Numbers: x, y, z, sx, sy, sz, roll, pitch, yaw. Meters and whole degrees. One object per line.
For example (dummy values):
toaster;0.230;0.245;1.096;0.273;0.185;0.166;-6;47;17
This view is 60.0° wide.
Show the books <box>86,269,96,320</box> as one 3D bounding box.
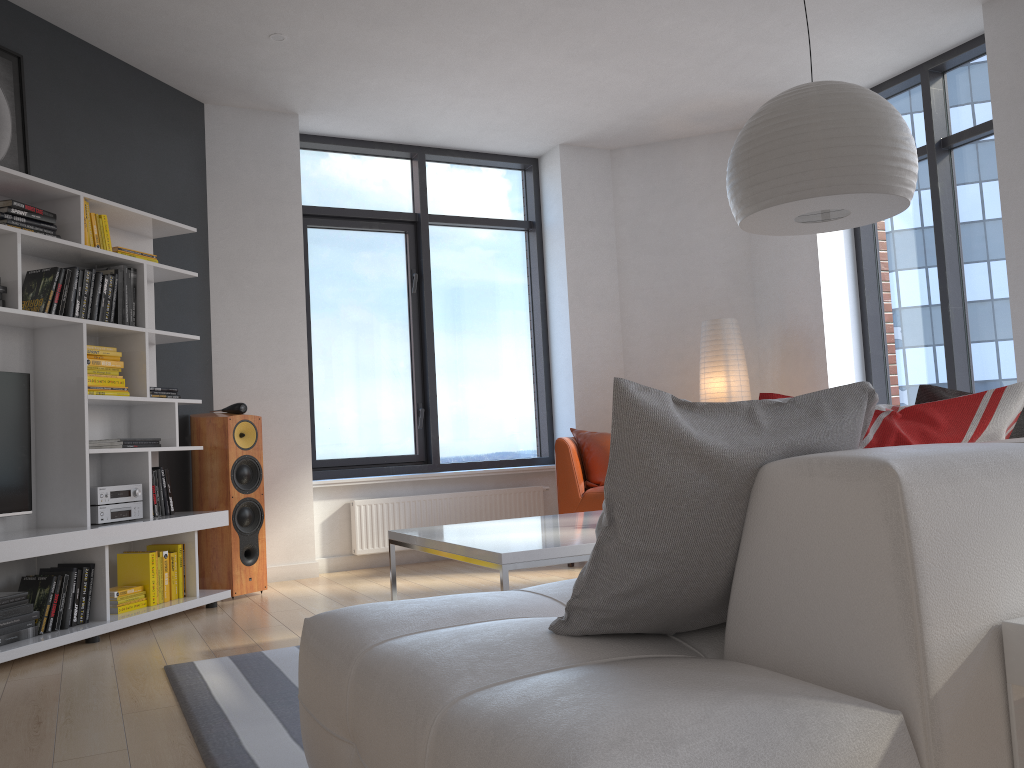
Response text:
books;-2.085;-0.414;4.233;0.197;0.260;0.066;-4;-4;19

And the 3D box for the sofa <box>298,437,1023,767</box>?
sofa;1.017;0.537;2.782;3.424;0.732;2.614;-1;-4;-26

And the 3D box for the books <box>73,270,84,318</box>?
books;-2.103;-0.408;4.164;0.179;0.243;0.068;-4;-4;18

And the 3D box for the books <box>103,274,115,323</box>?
books;-2.046;-0.404;4.335;0.191;0.249;0.084;-4;-4;19

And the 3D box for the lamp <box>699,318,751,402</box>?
lamp;1.661;0.312;5.965;0.804;1.550;0.502;-5;-4;24

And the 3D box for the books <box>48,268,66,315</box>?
books;-2.147;-0.409;4.056;0.187;0.234;0.096;-4;-4;19

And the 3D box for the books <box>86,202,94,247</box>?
books;-2.086;-0.748;4.246;0.164;0.224;0.054;-4;-4;18

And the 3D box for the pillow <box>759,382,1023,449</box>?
pillow;1.442;0.223;2.104;2.250;0.449;0.575;-1;-4;-29

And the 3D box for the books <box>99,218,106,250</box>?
books;-2.024;-0.715;4.297;0.108;0.161;0.046;-4;-4;18

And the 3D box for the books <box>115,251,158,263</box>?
books;-1.988;-0.633;4.553;0.194;0.028;0.257;-5;-4;24

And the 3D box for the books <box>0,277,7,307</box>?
books;-2.318;-0.381;3.641;0.277;0.137;0.343;-4;-4;14

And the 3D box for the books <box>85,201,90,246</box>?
books;-2.088;-0.750;4.215;0.163;0.224;0.041;-4;-4;17

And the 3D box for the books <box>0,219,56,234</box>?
books;-2.219;-0.688;3.963;0.189;0.020;0.264;-4;-4;17

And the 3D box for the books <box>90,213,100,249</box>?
books;-2.054;-0.725;4.267;0.132;0.180;0.054;-4;-4;19

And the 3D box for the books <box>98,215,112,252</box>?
books;-2.030;-0.725;4.325;0.141;0.184;0.064;-5;-4;20

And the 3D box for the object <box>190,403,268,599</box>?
object;-1.654;0.661;5.074;0.434;1.088;0.290;-6;-5;34

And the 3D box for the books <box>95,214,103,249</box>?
books;-2.041;-0.724;4.284;0.128;0.178;0.044;-4;-4;19

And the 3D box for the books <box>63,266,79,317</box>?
books;-2.118;-0.416;4.141;0.192;0.254;0.075;-4;-4;18

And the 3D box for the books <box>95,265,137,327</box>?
books;-2.032;-0.426;4.470;0.259;0.321;0.128;-4;-4;19

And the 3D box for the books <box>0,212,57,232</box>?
books;-2.238;-0.712;3.975;0.214;0.030;0.284;-5;-4;22

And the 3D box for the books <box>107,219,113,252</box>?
books;-2.031;-0.724;4.349;0.142;0.184;0.044;-5;-4;20

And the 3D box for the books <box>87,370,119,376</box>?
books;-2.051;-0.050;4.309;0.145;0.023;0.217;-5;-4;23

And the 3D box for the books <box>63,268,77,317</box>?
books;-2.100;-0.411;4.110;0.172;0.242;0.069;-5;-4;20

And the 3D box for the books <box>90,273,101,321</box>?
books;-2.051;-0.405;4.244;0.172;0.242;0.069;-5;-4;20

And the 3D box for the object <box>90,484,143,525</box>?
object;-1.981;0.581;4.271;0.270;0.174;0.285;-4;-4;19

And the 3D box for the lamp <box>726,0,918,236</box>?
lamp;2.321;-0.497;2.755;3.199;2.647;0.710;-4;-4;10

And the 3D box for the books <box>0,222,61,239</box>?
books;-2.213;-0.663;3.962;0.214;0.030;0.284;-5;-4;22

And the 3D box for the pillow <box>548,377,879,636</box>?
pillow;1.209;0.223;2.362;2.953;0.453;0.647;0;-5;-38

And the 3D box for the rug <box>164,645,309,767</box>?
rug;0.089;0.971;3.118;2.326;0.016;1.662;-1;-4;-26

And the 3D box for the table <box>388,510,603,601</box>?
table;0.234;0.756;3.344;1.091;0.435;1.091;-1;-4;-26

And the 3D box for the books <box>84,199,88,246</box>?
books;-2.078;-0.754;4.188;0.161;0.229;0.041;-4;-4;18

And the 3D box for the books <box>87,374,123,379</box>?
books;-2.065;-0.031;4.323;0.189;0.014;0.251;-5;-4;22

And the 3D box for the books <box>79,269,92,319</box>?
books;-2.095;-0.411;4.201;0.191;0.249;0.084;-4;-4;19

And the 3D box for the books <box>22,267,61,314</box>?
books;-2.153;-0.412;4.023;0.182;0.234;0.104;-4;-4;19

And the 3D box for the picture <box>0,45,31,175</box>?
picture;-2.516;-1.256;3.621;0.076;0.707;1.279;-4;-4;19

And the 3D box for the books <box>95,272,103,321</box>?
books;-2.068;-0.409;4.275;0.192;0.254;0.075;-4;-4;18

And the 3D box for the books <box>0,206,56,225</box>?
books;-2.213;-0.742;3.971;0.180;0.026;0.246;-5;-4;21

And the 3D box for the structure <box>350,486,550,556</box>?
structure;-0.386;0.982;6.148;1.474;0.460;0.110;-1;-4;-26

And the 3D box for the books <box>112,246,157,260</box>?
books;-1.998;-0.658;4.554;0.203;0.024;0.257;-5;-4;22

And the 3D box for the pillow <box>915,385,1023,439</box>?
pillow;1.730;0.191;2.256;2.120;0.436;0.608;-1;-5;-30

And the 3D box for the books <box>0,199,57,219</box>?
books;-2.226;-0.768;3.973;0.209;0.030;0.266;-4;-4;12

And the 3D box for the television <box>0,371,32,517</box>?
television;-2.349;0.278;3.457;0.207;0.704;1.102;-4;-4;19

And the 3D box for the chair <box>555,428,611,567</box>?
chair;0.756;0.694;5.802;0.896;0.858;0.843;-4;-4;6

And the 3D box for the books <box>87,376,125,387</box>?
books;-2.050;-0.003;4.319;0.189;0.042;0.243;-4;-4;19

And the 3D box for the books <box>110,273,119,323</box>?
books;-2.036;-0.407;4.367;0.197;0.260;0.066;-4;-4;19

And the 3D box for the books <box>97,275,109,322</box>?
books;-2.047;-0.404;4.295;0.179;0.243;0.071;-4;-4;18

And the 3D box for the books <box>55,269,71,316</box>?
books;-2.123;-0.409;4.081;0.169;0.233;0.081;-4;-4;18
